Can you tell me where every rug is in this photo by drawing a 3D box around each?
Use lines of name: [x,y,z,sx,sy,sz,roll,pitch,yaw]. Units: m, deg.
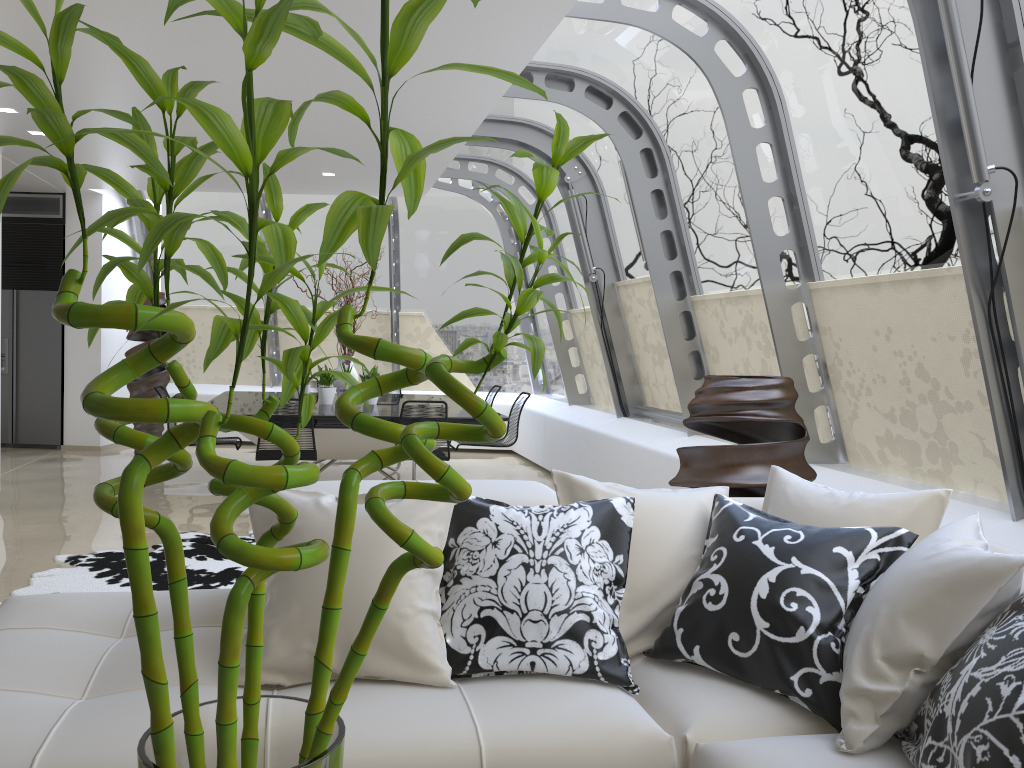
rug: [-1.109,1.088,5.023,3.220,0.008,2.705,1,3,-13]

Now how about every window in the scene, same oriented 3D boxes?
window: [-5.588,-0.461,4.572,16.693,3.674,16.171,1,3,-7]

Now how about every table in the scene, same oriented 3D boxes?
table: [-1.557,0.553,8.376,2.494,0.759,3.031,1,3,-13]

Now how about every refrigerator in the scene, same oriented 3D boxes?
refrigerator: [-5.599,-0.196,10.151,1.006,1.742,0.234,2,2,1]

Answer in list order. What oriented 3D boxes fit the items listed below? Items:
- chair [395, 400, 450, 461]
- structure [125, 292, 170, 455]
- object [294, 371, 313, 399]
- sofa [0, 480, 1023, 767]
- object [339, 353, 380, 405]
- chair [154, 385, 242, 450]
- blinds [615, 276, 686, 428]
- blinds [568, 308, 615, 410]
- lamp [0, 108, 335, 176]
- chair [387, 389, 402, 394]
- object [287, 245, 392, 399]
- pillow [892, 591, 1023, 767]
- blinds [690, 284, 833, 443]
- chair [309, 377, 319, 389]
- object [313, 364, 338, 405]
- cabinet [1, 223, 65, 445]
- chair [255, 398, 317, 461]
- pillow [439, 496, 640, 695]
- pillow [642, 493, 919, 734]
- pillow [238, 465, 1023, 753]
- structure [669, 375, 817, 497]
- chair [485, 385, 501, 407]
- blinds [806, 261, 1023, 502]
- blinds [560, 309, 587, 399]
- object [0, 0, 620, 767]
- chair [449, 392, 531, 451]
chair: [-0.722,0.364,6.918,0.446,0.519,0.688,1,3,-13]
structure: [-4.053,-0.117,9.894,0.498,1.843,0.493,2,2,-2]
object: [-1.984,-0.026,8.415,0.215,0.369,0.284,3,3,26]
sofa: [0.317,0.865,1.307,3.257,0.866,4.169,1,3,-13]
object: [-1.382,-0.051,8.242,0.417,0.476,0.238,2,3,15]
chair: [-2.654,0.280,7.515,0.688,0.519,0.446,1,3,-13]
blinds: [1.208,-0.248,7.188,0.387,1.214,1.376,1,3,-13]
blinds: [0.895,-0.229,8.701,0.329,1.027,1.430,1,3,-13]
lamp: [-5.350,-1.836,2.577,9.775,0.004,9.928,1,3,-12]
chair: [-1.407,0.211,9.968,0.446,0.519,0.688,1,3,-13]
object: [-1.705,-0.606,8.328,1.031,1.549,1.135,1,3,-21]
pillow: [1.003,0.600,1.695,0.382,0.467,0.608,2,3,7]
blinds: [1.569,-0.078,5.700,0.329,1.027,1.430,1,3,-13]
chair: [-2.310,0.193,9.764,0.446,0.519,0.688,1,3,-13]
object: [-1.687,-0.001,8.039,0.215,0.369,0.284,3,3,21]
cabinet: [-6.179,-0.567,10.447,2.252,2.558,0.831,2,2,2]
chair: [-1.695,0.345,6.699,0.446,0.519,0.688,1,3,-13]
pillow: [0.042,0.557,2.441,0.604,0.471,0.394,2,2,3]
pillow: [0.700,0.590,2.390,0.405,0.483,0.599,-1,3,-44]
pillow: [0.848,0.580,1.762,1.656,0.530,3.322,-1,3,-43]
structure: [1.082,0.589,4.200,0.672,1.258,0.674,0,3,-36]
chair: [-0.479,0.267,9.312,0.688,0.519,0.446,1,3,-13]
blinds: [1.906,-0.003,4.200,0.329,1.027,1.430,1,3,-13]
blinds: [0.661,0.219,10.437,0.663,2.118,1.829,1,3,-13]
object: [-0.239,0.101,0.910,0.673,1.546,0.584,3,3,26]
chair: [-0.200,0.330,8.069,0.688,0.519,0.446,1,3,-13]
